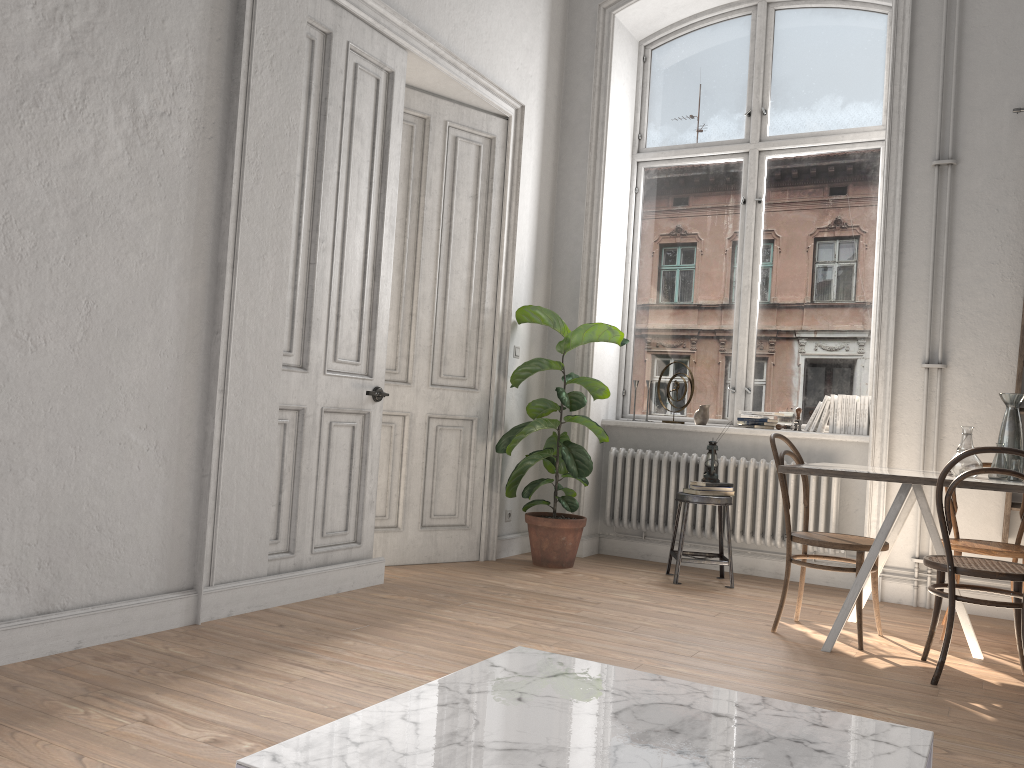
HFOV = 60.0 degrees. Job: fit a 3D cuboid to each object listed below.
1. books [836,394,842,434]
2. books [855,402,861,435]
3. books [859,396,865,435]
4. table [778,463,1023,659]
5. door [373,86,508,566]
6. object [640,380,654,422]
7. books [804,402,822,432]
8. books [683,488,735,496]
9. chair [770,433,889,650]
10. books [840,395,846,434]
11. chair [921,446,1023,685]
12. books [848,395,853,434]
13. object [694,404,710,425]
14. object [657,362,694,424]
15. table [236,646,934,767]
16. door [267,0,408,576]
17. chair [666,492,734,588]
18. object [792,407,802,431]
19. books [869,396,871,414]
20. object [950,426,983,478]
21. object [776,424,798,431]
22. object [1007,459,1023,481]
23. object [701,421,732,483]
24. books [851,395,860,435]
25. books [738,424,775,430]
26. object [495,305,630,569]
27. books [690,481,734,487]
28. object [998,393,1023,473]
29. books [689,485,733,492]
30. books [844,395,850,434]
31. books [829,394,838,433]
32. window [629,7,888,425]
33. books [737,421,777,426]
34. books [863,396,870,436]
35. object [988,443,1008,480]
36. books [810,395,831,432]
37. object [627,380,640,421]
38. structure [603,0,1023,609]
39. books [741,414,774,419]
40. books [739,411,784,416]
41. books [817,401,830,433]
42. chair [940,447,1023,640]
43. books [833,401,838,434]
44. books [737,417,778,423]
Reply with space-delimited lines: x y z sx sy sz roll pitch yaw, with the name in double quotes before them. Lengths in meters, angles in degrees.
"books" 2.071 0.192 5.579 0.024 0.243 0.175 3 -2 29
"books" 2.168 0.216 5.536 0.020 0.205 0.155 3 -2 29
"books" 2.200 0.199 5.543 0.024 0.243 0.175 3 -2 29
"table" 2.333 0.813 3.705 2.200 0.779 1.101 3 -2 29
"door" -0.521 -0.332 5.307 1.097 2.813 0.216 5 -2 -36
"object" 0.945 0.120 6.165 0.095 0.289 0.095 5 -2 -38
"books" 1.936 0.210 5.668 0.105 0.194 0.155 3 -2 28
"books" 1.197 0.658 5.396 0.246 0.034 0.194 5 -2 -21
"chair" 1.474 0.706 4.160 0.549 0.920 0.438 2 -2 37
"books" 2.095 0.194 5.576 0.019 0.243 0.174 3 -2 29
"chair" 1.856 0.704 3.480 0.438 0.920 0.549 3 -2 25
"books" 2.141 0.197 5.576 0.024 0.243 0.175 3 -2 29
"object" 1.282 0.207 5.992 0.100 0.142 0.102 4 -2 4
"object" 1.125 0.060 6.093 0.087 0.425 0.347 5 -2 -28
"table" 0.169 0.776 1.422 0.849 0.392 0.849 3 -2 29
"door" -0.936 -0.402 4.211 0.216 2.813 1.097 3 -2 30
"chair" 1.149 0.929 5.367 0.364 0.522 0.360 4 -2 3
"object" 1.824 0.225 5.650 0.048 0.153 0.088 4 -2 -1
"books" 2.238 0.200 5.497 0.040 0.244 0.174 3 -2 29
"object" 1.969 0.294 3.844 0.132 0.219 0.132 3 -2 18
"object" 1.773 0.277 5.739 0.153 0.048 0.088 5 -2 -21
"object" 2.145 0.366 3.779 0.058 0.094 0.058 5 -2 -33
"object" 1.251 0.410 5.420 0.163 0.383 0.154 4 -2 3
"books" 2.149 0.196 5.546 0.019 0.243 0.174 3 -2 29
"books" 1.606 0.283 5.829 0.147 0.023 0.221 4 -2 -12
"object" 2.413 0.305 4.185 5.826 1.842 0.792 2 -2 34
"books" 1.214 0.610 5.394 0.221 0.027 0.147 5 -3 -29
"object" 2.238 0.235 3.974 0.116 0.383 0.116 2 -2 40
"books" 1.211 0.632 5.394 0.232 0.029 0.163 4 -2 0
"books" 2.120 0.196 5.582 0.019 0.243 0.174 3 -2 29
"books" 2.044 0.193 5.630 0.024 0.243 0.175 3 -2 29
"window" 1.652 -1.165 6.100 1.622 2.842 0.013 3 -2 29
"books" 1.611 0.260 5.824 0.155 0.022 0.205 6 -3 -41
"books" 2.212 0.199 5.514 0.024 0.243 0.175 3 -2 29
"object" 2.140 0.338 3.892 0.083 0.158 0.083 3 -2 25
"books" 1.970 0.191 5.646 0.100 0.235 0.174 3 -2 29
"object" 0.870 0.119 6.272 0.095 0.289 0.095 5 -2 -29
"structure" 3.004 -0.948 4.872 5.181 4.473 0.340 3 -2 29
"books" 1.611 0.217 5.811 0.205 0.020 0.155 3 -2 19
"books" 1.640 0.194 5.821 0.243 0.019 0.174 2 -3 39
"books" 1.991 0.209 5.634 0.072 0.203 0.155 3 -2 29
"chair" 2.316 0.766 4.298 0.438 0.920 0.549 3 -2 27
"books" 2.056 0.211 5.598 0.020 0.205 0.155 3 -2 29
"books" 1.614 0.238 5.822 0.221 0.023 0.147 2 -3 45
